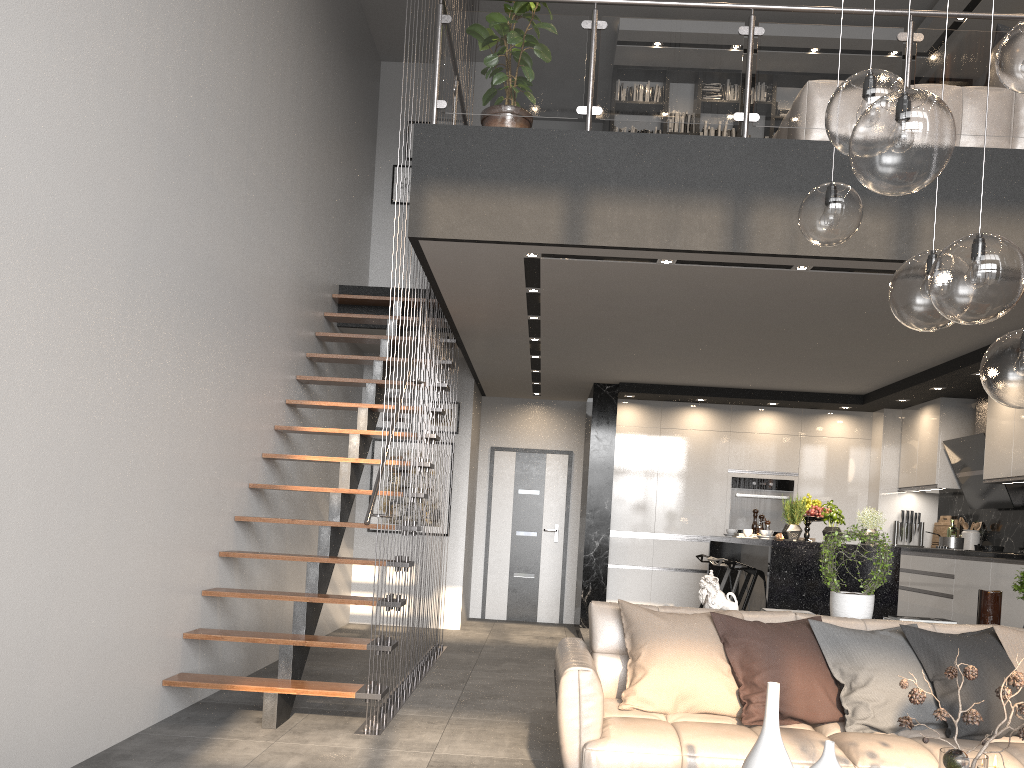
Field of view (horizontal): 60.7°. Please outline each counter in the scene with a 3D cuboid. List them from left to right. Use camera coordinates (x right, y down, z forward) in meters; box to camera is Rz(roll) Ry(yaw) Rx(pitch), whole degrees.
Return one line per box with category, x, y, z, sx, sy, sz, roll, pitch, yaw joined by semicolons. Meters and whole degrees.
counter;3.954;1.404;7.197;0.610;0.040;3.495;3;-9;2

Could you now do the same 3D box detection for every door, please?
door;0.176;1.809;10.422;0.974;2.076;0.169;3;0;2

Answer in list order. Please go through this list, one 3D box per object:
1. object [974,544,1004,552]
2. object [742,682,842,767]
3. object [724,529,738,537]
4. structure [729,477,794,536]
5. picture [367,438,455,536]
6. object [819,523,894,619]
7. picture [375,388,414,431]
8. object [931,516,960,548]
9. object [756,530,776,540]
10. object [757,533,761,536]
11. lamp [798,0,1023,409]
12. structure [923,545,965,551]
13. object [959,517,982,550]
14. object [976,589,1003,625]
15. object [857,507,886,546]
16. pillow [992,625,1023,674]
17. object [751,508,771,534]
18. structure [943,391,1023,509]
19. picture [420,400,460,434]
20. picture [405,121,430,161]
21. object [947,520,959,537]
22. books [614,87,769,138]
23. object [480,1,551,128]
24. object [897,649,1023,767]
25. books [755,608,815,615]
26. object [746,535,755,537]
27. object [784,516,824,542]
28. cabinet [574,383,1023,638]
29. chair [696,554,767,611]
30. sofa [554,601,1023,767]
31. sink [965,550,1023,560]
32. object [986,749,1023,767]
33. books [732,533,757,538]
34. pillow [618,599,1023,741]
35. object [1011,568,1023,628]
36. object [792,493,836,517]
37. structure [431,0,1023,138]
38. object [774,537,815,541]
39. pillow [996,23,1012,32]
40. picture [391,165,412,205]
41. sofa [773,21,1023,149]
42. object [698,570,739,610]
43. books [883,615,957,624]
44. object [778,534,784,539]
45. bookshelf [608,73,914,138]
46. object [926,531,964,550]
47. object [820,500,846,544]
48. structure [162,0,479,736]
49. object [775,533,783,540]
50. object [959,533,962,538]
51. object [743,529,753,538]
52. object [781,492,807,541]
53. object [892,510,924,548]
object;4.022;1.394;7.462;0.353;0.060;0.234;6;-9;-19
object;0.831;1.069;2.534;0.315;0.396;0.322;2;-4;21
object;1.986;1.347;7.913;0.156;0.070;0.156;7;-8;-29
structure;2.647;1.362;9.546;0.655;0.629;0.657;3;-5;2
picture;-1.067;1.091;9.249;0.871;0.991;0.025;3;0;2
object;1.758;1.002;4.513;0.386;0.574;0.216;4;-1;-17
picture;-1.252;0.239;9.256;0.410;0.504;0.025;3;0;2
object;4.266;1.462;8.623;0.097;0.328;0.404;3;-5;2
object;1.945;1.153;6.693;0.156;0.070;0.156;7;-8;-29
object;2.060;1.245;7.166;0.074;0.042;0.129;4;-8;-5
lamp;1.375;-2.474;2.350;1.232;4.981;1.232;3;0;-1
structure;3.970;1.452;7.627;0.509;0.060;0.607;3;-9;2
object;4.197;1.373;8.000;0.175;0.303;0.159;3;-2;5
object;2.448;1.190;4.492;0.109;0.267;0.109;3;-1;8
object;2.576;1.019;6.289;0.220;0.283;0.212;2;-3;15
pillow;2.821;1.337;3.718;1.382;0.545;0.769;-2;-8;32
object;2.317;1.285;8.075;0.151;0.282;0.201;4;-3;-15
structure;4.122;0.568;7.619;0.413;1.026;0.742;3;-3;2
picture;-0.758;0.350;9.239;0.410;0.333;0.025;3;0;2
picture;-0.866;-2.555;9.230;0.504;0.410;0.025;3;0;2
object;4.201;1.435;8.330;0.089;0.282;0.082;3;0;3
books;2.701;-1.838;8.786;3.436;2.325;0.212;3;0;2
object;0.062;-2.020;4.979;0.772;1.464;0.531;3;-1;22
object;1.335;0.972;2.368;0.545;0.601;0.317;5;-2;-27
books;1.431;1.227;4.540;0.348;0.099;0.196;3;-7;2
object;1.951;1.256;7.229;0.028;0.027;0.130;7;-9;-38
object;2.241;1.104;6.646;0.370;0.187;0.368;8;-8;-34
cabinet;2.488;0.855;7.385;3.618;3.222;6.268;3;-7;2
chair;1.812;1.815;7.273;0.434;0.731;1.747;3;-8;2
sofa;1.790;1.398;3.376;3.242;0.815;1.896;3;-7;2
sink;3.957;1.188;6.622;0.498;0.543;1.124;3;-7;2
object;1.514;1.224;2.664;0.153;0.210;0.077;3;-1;12
books;2.095;1.322;7.617;0.322;0.038;0.174;3;-9;1
pillow;1.440;1.275;3.869;1.940;0.498;0.547;3;-5;1
object;2.713;1.134;4.488;0.273;0.407;0.309;5;-4;-38
object;2.259;0.940;6.654;0.347;0.214;0.322;3;-6;-1
structure;1.730;-1.359;6.289;4.219;0.736;3.413;3;-9;2
object;2.581;1.423;8.053;0.290;0.030;0.405;3;-9;2
pillow;3.224;-1.658;5.411;0.760;0.544;1.400;0;-8;32
picture;-1.101;-2.098;9.238;0.333;0.410;0.025;3;0;2
sofa;2.720;-1.402;5.757;2.275;0.777;2.312;3;-8;2
object;1.072;1.109;4.529;0.207;0.289;0.137;2;-2;21
books;2.084;1.256;4.515;0.325;0.098;0.207;3;-7;2
object;2.131;1.195;6.877;0.074;0.059;0.061;1;-5;23
bookshelf;2.699;-1.793;8.795;3.519;2.510;0.248;3;0;2
object;3.899;1.408;7.857;0.200;0.152;0.351;4;-7;-7
object;2.297;0.986;6.273;0.178;0.311;0.173;3;-2;13
structure;-1.059;-0.825;6.433;1.178;6.028;3.616;3;-2;2
object;2.147;1.204;6.929;0.131;0.059;0.070;3;-5;2
object;4.186;1.481;8.251;0.180;0.162;0.275;3;-7;2
object;1.962;1.243;7.276;0.084;0.070;0.077;7;-6;-38
object;2.039;0.948;6.302;0.187;0.368;0.196;5;-2;-43
object;4.022;1.467;8.867;0.321;0.372;0.067;3;0;2
